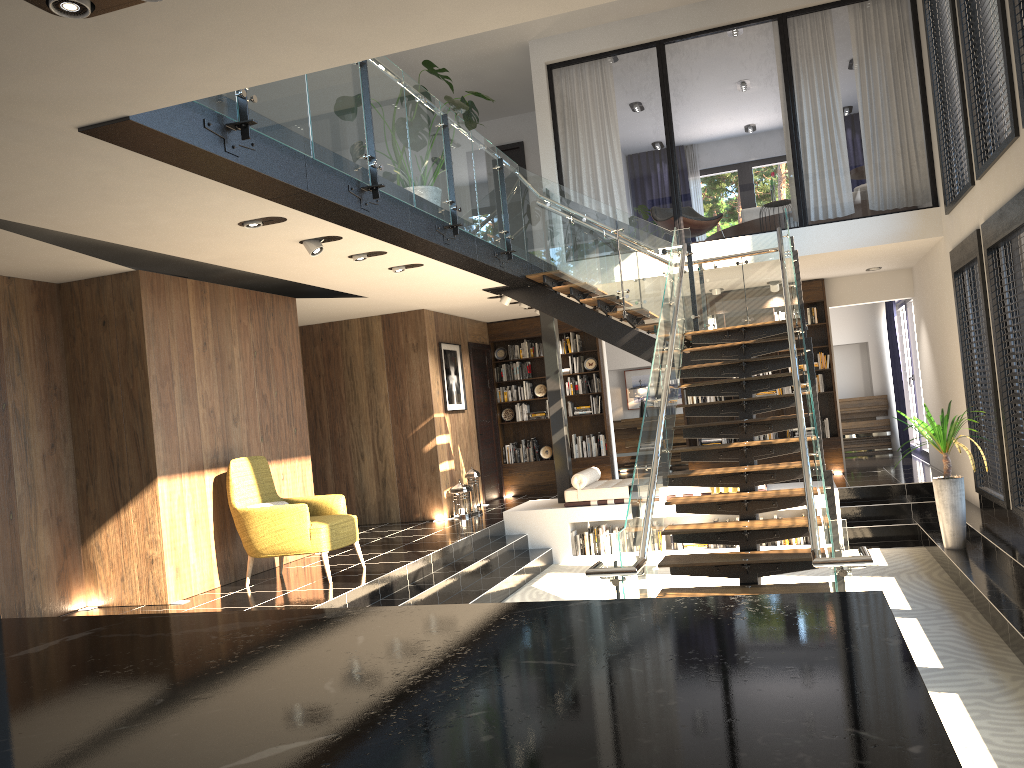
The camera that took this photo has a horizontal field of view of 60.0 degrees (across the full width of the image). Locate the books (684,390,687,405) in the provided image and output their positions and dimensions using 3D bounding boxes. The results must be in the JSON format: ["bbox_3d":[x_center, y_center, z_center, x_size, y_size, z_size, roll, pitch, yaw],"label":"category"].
[{"bbox_3d":[2.526,0.196,12.891,0.025,0.227,0.156,-6,-2,17],"label":"books"}]

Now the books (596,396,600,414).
[{"bbox_3d":[1.296,0.308,13.236,0.013,0.267,0.177,-6,-1,17],"label":"books"}]

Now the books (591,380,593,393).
[{"bbox_3d":[1.212,0.037,13.258,0.026,0.190,0.121,-6,-1,17],"label":"books"}]

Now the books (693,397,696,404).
[{"bbox_3d":[2.644,0.167,12.823,0.029,0.258,0.181,-6,-2,17],"label":"books"}]

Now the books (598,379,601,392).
[{"bbox_3d":[1.320,0.022,13.200,0.026,0.196,0.170,-6,-2,17],"label":"books"}]

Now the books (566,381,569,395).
[{"bbox_3d":[0.852,0.067,13.389,0.033,0.211,0.132,-6,-1,17],"label":"books"}]

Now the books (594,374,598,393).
[{"bbox_3d":[1.258,-0.013,13.221,0.016,0.278,0.202,-6,-2,17],"label":"books"}]

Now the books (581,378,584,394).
[{"bbox_3d":[1.077,0.028,13.308,0.030,0.239,0.146,-6,-1,17],"label":"books"}]

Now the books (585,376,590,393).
[{"bbox_3d":[1.126,0.010,13.268,0.016,0.262,0.155,-6,-1,17],"label":"books"}]

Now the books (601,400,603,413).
[{"bbox_3d":[1.368,0.333,13.240,0.021,0.204,0.169,-6,-2,17],"label":"books"}]

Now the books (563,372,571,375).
[{"bbox_3d":[0.774,-0.155,13.464,0.239,0.033,0.176,-6,-2,15],"label":"books"}]

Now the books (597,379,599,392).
[{"bbox_3d":[1.302,0.022,13.223,0.023,0.200,0.121,-6,-1,17],"label":"books"}]

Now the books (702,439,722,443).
[{"bbox_3d":[2.881,0.816,12.779,0.287,0.030,0.176,-6,-2,15],"label":"books"}]

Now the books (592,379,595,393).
[{"bbox_3d":[1.227,0.026,13.234,0.020,0.209,0.147,-6,-2,17],"label":"books"}]

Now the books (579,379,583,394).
[{"bbox_3d":[1.044,0.040,13.293,0.027,0.219,0.139,-6,-1,17],"label":"books"}]

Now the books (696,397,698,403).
[{"bbox_3d":[2.674,0.189,12.827,0.022,0.207,0.130,-6,-1,17],"label":"books"}]

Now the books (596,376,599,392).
[{"bbox_3d":[1.282,0.002,13.237,0.018,0.246,0.144,-6,-1,17],"label":"books"}]

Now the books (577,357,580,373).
[{"bbox_3d":[1.014,-0.284,13.362,0.047,0.237,0.225,-6,-2,17],"label":"books"}]

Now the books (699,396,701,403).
[{"bbox_3d":[2.720,0.189,12.804,0.024,0.197,0.173,-6,-2,17],"label":"books"}]

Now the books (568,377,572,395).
[{"bbox_3d":[0.890,0.031,13.349,0.019,0.272,0.175,-6,-1,17],"label":"books"}]

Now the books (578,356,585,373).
[{"bbox_3d":[1.047,-0.295,13.335,0.035,0.250,0.196,-6,-2,17],"label":"books"}]

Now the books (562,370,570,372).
[{"bbox_3d":[0.767,-0.186,13.453,0.266,0.030,0.209,-6,-2,18],"label":"books"}]

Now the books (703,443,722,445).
[{"bbox_3d":[2.887,0.868,12.780,0.258,0.024,0.167,-6,-2,18],"label":"books"}]

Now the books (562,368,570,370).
[{"bbox_3d":[0.768,-0.211,13.462,0.264,0.021,0.189,-6,-2,15],"label":"books"}]

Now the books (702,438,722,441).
[{"bbox_3d":[2.883,0.788,12.793,0.271,0.025,0.156,-6,-2,18],"label":"books"}]

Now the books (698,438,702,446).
[{"bbox_3d":[2.709,0.753,12.803,0.028,0.340,0.203,-6,-1,17],"label":"books"}]

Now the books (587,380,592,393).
[{"bbox_3d":[1.173,0.039,13.280,0.060,0.196,0.119,-6,-1,17],"label":"books"}]

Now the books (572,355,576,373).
[{"bbox_3d":[0.936,-0.301,13.366,0.049,0.286,0.259,-6,-2,17],"label":"books"}]

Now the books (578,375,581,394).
[{"bbox_3d":[1.022,0.012,13.311,0.020,0.281,0.153,-6,-1,17],"label":"books"}]

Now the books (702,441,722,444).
[{"bbox_3d":[2.888,0.844,12.792,0.271,0.025,0.156,-6,-2,18],"label":"books"}]

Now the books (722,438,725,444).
[{"bbox_3d":[3.029,0.747,12.716,0.031,0.284,0.177,-6,-1,17],"label":"books"}]

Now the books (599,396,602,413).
[{"bbox_3d":[1.324,0.312,13.223,0.047,0.253,0.210,-6,-2,17],"label":"books"}]

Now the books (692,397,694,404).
[{"bbox_3d":[2.625,0.176,12.848,0.023,0.245,0.159,-6,-1,17],"label":"books"}]

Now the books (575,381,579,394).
[{"bbox_3d":[0.996,0.057,13.298,0.032,0.195,0.183,-6,-2,17],"label":"books"}]

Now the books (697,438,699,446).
[{"bbox_3d":[2.701,0.791,12.852,0.025,0.270,0.156,-6,-1,17],"label":"books"}]

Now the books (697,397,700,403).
[{"bbox_3d":[2.697,0.177,12.820,0.028,0.227,0.136,-6,-1,17],"label":"books"}]

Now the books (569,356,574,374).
[{"bbox_3d":[0.908,-0.286,13.392,0.023,0.264,0.218,-6,-2,17],"label":"books"}]

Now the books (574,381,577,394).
[{"bbox_3d":[0.977,0.058,13.334,0.026,0.200,0.154,-6,-2,17],"label":"books"}]

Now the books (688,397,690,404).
[{"bbox_3d":[2.567,0.163,12.847,0.028,0.282,0.168,-6,-1,17],"label":"books"}]

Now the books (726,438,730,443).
[{"bbox_3d":[3.093,0.732,12.710,0.036,0.302,0.186,-6,-1,17],"label":"books"}]

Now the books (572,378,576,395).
[{"bbox_3d":[0.946,0.034,13.321,0.021,0.253,0.167,-6,-1,17],"label":"books"}]

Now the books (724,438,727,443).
[{"bbox_3d":[3.062,0.731,12.725,0.031,0.310,0.169,-6,-1,17],"label":"books"}]

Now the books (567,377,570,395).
[{"bbox_3d":[0.874,0.029,13.373,0.025,0.280,0.145,-6,-1,17],"label":"books"}]

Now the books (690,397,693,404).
[{"bbox_3d":[2.597,0.201,12.836,0.028,0.199,0.175,-6,-2,17],"label":"books"}]

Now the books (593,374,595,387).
[{"bbox_3d":[1.247,-0.011,13.244,0.018,0.278,0.114,-6,-1,17],"label":"books"}]

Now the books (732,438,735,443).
[{"bbox_3d":[3.172,0.747,12.691,0.075,0.254,0.181,-6,-2,17],"label":"books"}]

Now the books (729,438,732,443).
[{"bbox_3d":[3.132,0.773,12.720,0.023,0.212,0.123,-6,-1,17],"label":"books"}]

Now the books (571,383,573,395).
[{"bbox_3d":[0.918,0.074,13.346,0.028,0.180,0.130,-6,-2,17],"label":"books"}]

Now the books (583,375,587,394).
[{"bbox_3d":[1.102,0.005,13.282,0.037,0.276,0.179,-6,-1,17],"label":"books"}]

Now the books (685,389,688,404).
[{"bbox_3d":[2.553,0.188,12.888,0.028,0.237,0.134,-6,-1,17],"label":"books"}]

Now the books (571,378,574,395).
[{"bbox_3d":[0.932,0.036,13.334,0.014,0.253,0.169,-6,-2,17],"label":"books"}]

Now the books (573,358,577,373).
[{"bbox_3d":[0.974,-0.279,13.356,0.025,0.235,0.232,-6,-2,17],"label":"books"}]
